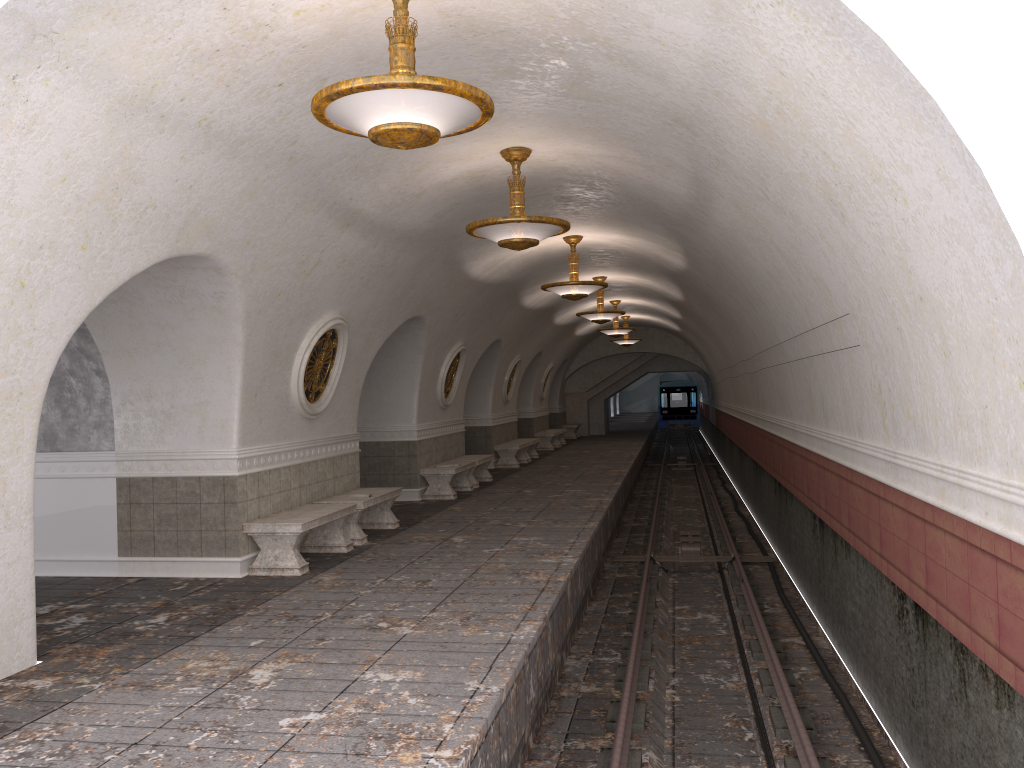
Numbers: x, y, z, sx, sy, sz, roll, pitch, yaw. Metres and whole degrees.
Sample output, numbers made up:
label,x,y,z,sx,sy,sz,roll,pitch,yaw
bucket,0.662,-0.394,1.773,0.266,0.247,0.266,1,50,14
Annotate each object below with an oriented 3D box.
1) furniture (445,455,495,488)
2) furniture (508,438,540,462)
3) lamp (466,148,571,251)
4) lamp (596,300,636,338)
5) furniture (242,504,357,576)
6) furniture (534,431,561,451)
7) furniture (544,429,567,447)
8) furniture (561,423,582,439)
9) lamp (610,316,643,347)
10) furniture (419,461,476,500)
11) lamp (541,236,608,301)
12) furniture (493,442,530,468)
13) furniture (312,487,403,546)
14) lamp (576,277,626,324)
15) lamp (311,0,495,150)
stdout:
label,x,y,z,sx,sy,sz,roll,pitch,yaw
furniture,-0.773,1.648,16.795,0.613,0.508,1.509,-2,-1,10
furniture,0.313,1.689,22.717,0.613,0.508,1.509,-2,-1,10
lamp,0.050,-1.755,8.523,1.008,0.955,1.008,-2,-1,-6
lamp,2.670,-1.656,22.805,1.008,0.955,1.008,-2,-1,26
furniture,-2.160,1.596,9.231,0.613,0.508,1.509,-2,-1,10
furniture,1.085,1.718,26.928,0.613,0.508,1.509,-2,-1,10
furniture,1.389,1.729,28.582,0.613,0.508,1.509,-2,-1,10
furniture,2.222,1.760,33.127,0.613,0.508,1.509,-2,-1,10
lamp,3.541,-1.623,27.556,1.008,0.955,1.008,-1,-1,-34
furniture,-1.076,1.636,15.141,0.613,0.508,1.509,-2,-1,10
lamp,0.928,-1.722,13.306,1.008,0.955,1.008,-2,-1,-6
furniture,0.010,1.677,21.063,0.613,0.508,1.509,-2,-1,10
furniture,-1.857,1.607,10.885,0.613,0.508,1.509,-2,-1,10
lamp,1.799,-1.689,18.056,1.008,0.955,1.008,-2,-1,26
lamp,-0.609,-1.779,4.929,1.008,0.955,1.008,-1,-1,-34
